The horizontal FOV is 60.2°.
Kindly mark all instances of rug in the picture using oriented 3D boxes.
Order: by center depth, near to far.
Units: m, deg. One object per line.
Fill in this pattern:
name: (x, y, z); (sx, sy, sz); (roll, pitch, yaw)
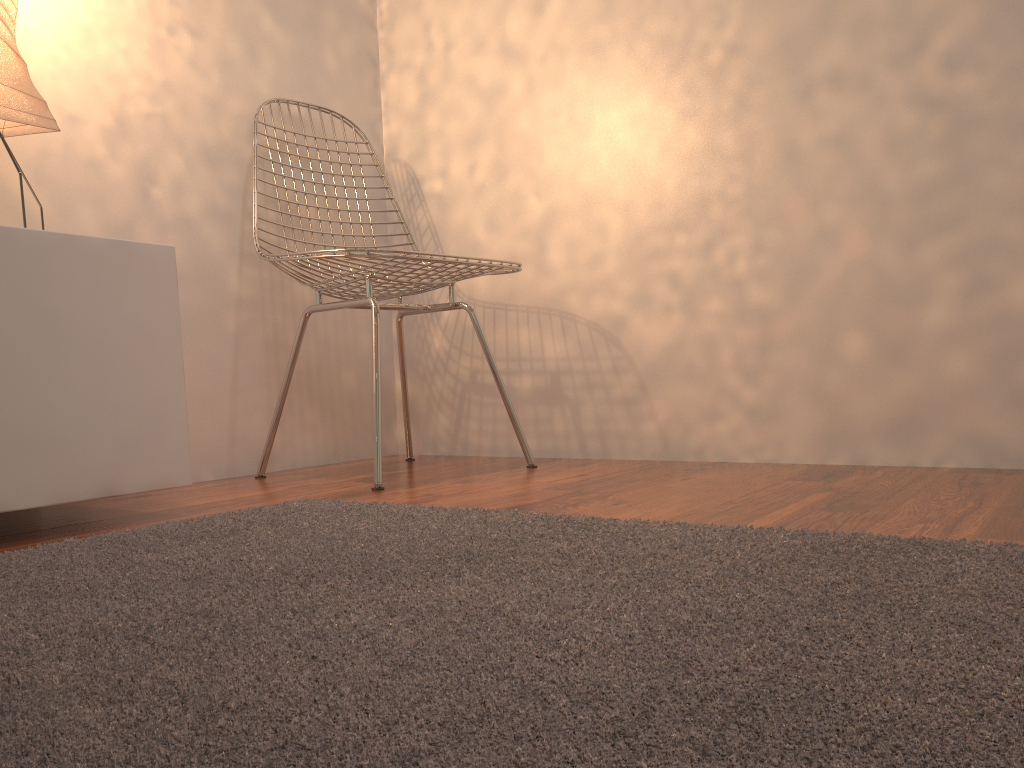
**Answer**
rug: (-0.385, 0.219, 0.287); (1.283, 0.009, 2.052); (-2, 0, 34)

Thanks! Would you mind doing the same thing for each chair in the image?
chair: (-0.301, -0.245, 2.024); (0.562, 0.909, 0.538); (2, 6, 44)

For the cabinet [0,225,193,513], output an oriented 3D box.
cabinet: (-1.211, 0.002, 0.808); (0.403, 0.393, 1.815); (0, 2, 34)

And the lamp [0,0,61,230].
lamp: (-0.887, -0.763, 1.383); (0.270, 1.108, 0.259); (-3, 6, -11)
